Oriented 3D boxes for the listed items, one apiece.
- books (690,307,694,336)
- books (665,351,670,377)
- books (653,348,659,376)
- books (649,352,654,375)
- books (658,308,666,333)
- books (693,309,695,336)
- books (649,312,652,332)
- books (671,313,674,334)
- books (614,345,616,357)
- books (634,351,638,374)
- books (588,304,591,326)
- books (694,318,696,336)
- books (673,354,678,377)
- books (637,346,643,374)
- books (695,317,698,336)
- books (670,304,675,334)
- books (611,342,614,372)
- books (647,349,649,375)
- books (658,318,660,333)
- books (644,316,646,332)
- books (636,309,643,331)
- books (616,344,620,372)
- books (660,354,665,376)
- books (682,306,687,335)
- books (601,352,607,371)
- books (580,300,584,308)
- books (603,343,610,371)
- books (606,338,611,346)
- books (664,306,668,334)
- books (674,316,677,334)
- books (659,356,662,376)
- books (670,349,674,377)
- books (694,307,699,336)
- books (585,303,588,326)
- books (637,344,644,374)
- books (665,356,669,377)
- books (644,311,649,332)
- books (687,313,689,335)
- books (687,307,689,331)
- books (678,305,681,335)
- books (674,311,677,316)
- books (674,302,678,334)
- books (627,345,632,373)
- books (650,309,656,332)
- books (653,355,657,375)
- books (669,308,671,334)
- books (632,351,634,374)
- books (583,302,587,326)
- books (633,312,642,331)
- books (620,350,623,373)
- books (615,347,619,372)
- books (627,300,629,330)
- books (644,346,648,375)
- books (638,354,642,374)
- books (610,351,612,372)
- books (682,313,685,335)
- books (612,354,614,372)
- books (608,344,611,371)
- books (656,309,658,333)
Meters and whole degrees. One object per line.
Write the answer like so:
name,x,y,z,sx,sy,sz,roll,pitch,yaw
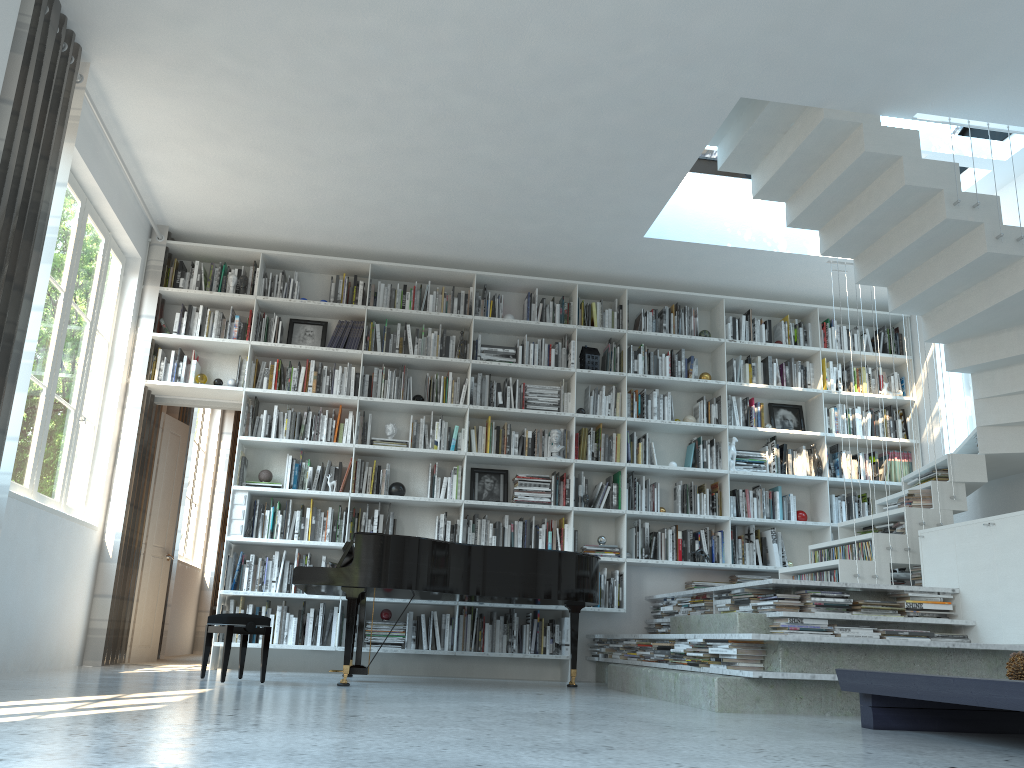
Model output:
books,1.502,-0.479,7.527,0.013,0.296,0.189,5,-16,-8
books,1.290,-0.127,7.400,0.012,0.264,0.157,5,-16,-8
books,1.198,-0.140,7.402,0.013,0.283,0.155,5,-16,-8
books,1.139,-0.129,7.370,0.027,0.240,0.160,5,-16,-8
books,1.257,-0.484,7.474,0.028,0.257,0.185,5,-16,-8
books,1.513,-0.471,7.520,0.008,0.277,0.181,5,-16,-8
books,1.144,-0.472,7.475,0.028,0.225,0.164,5,-16,-8
books,1.330,-0.462,7.492,0.018,0.230,0.160,5,-16,-8
books,0.835,-0.170,7.360,0.013,0.288,0.132,5,-16,-8
books,1.009,-0.138,7.361,0.026,0.242,0.148,5,-16,-8
books,0.629,-0.523,7.385,0.015,0.233,0.171,5,-16,-8
books,1.523,-0.436,7.526,0.018,0.214,0.158,5,-16,-8
books,1.342,-0.111,7.398,0.030,0.237,0.186,5,-16,-8
books,1.054,-0.154,7.371,0.011,0.282,0.173,5,-16,-8
books,1.540,-0.434,7.519,0.014,0.208,0.188,5,-16,-8
books,1.343,-0.499,7.510,0.006,0.311,0.179,5,-16,-8
books,0.810,-0.182,7.321,0.021,0.287,0.179,5,-16,-8
books,1.117,-0.141,7.394,0.012,0.275,0.133,5,-16,-8
books,1.220,-0.443,7.500,0.031,0.190,0.133,5,-16,-8
books,1.103,-0.455,7.463,0.009,0.183,0.160,5,-16,-8
books,1.073,-0.489,7.459,0.009,0.243,0.173,5,-16,-8
books,0.873,-0.171,7.359,0.005,0.291,0.131,5,-16,-8
books,1.241,-0.117,7.389,0.023,0.236,0.149,5,-16,-8
books,1.447,-0.489,7.520,0.008,0.306,0.183,5,-16,-8
books,0.758,-0.144,7.328,0.019,0.213,0.156,5,-16,-8
books,0.575,-0.544,7.402,0.007,0.278,0.150,5,-16,-8
books,0.771,-0.180,7.306,0.021,0.271,0.191,5,-16,-8
books,0.792,-0.202,7.346,0.025,0.338,0.143,5,-16,-8
books,1.280,-0.492,7.505,0.024,0.291,0.168,5,-16,-8
books,1.355,-0.449,7.481,0.018,0.200,0.189,5,-16,-8
books,1.216,-0.106,7.394,0.025,0.215,0.144,5,-16,-8
books,1.319,-0.130,7.419,0.012,0.284,0.160,5,-16,-8
books,1.551,-0.480,7.535,0.006,0.305,0.164,5,-16,-8
books,0.616,-0.533,7.404,0.008,0.261,0.142,5,-16,-8
books,1.068,-0.166,7.370,0.014,0.306,0.153,5,-16,-8
books,1.265,-0.106,7.374,0.021,0.208,0.181,5,-16,-8
books,1.116,-0.480,7.459,0.013,0.229,0.174,5,-16,-8
books,1.471,-0.480,7.534,0.019,0.298,0.137,5,-16,-8
books,1.482,-0.485,7.555,0.008,0.320,0.134,5,-16,-8
books,1.389,-0.494,7.497,0.015,0.298,0.183,5,-16,-8
books,1.367,-0.468,7.504,0.008,0.250,0.170,5,-16,-8
books,1.376,-0.505,7.515,0.007,0.328,0.184,5,-16,-8
books,0.970,-0.164,7.353,0.012,0.284,0.160,5,-16,-8
books,1.173,-0.484,7.483,0.030,0.254,0.161,5,-16,-8
books,1.177,-0.111,7.394,0.028,0.223,0.142,5,-16,-8
books,1.316,-0.484,7.515,0.007,0.284,0.160,5,-16,-8
books,0.989,-0.136,7.363,0.012,0.239,0.139,5,-16,-8
books,0.596,-0.536,7.394,0.034,0.260,0.158,5,-16,-8
books,1.047,-0.474,7.443,0.046,0.206,0.184,5,-16,-8
books,0.884,-0.142,7.317,0.008,0.213,0.224,5,-16,-8
books,0.854,-0.161,7.317,0.013,0.247,0.187,5,-16,-8
books,0.949,-0.531,7.439,0.019,0.303,0.176,5,-16,-8
books,1.102,-0.154,7.388,0.021,0.295,0.139,5,-16,-8
books,1.037,-0.124,7.343,0.026,0.207,0.181,5,-16,-8
books,0.795,-0.143,7.330,0.024,0.216,0.169,5,-16,-8
books,1.429,-0.461,7.519,0.024,0.251,0.150,5,-16,-8
books,0.818,-0.139,7.330,0.013,0.210,0.140,5,-16,-8
books,0.785,-0.175,7.321,0.022,0.271,0.182,5,-16,-8
books,1.198,-0.482,7.488,0.021,0.255,0.169,5,-16,-8
